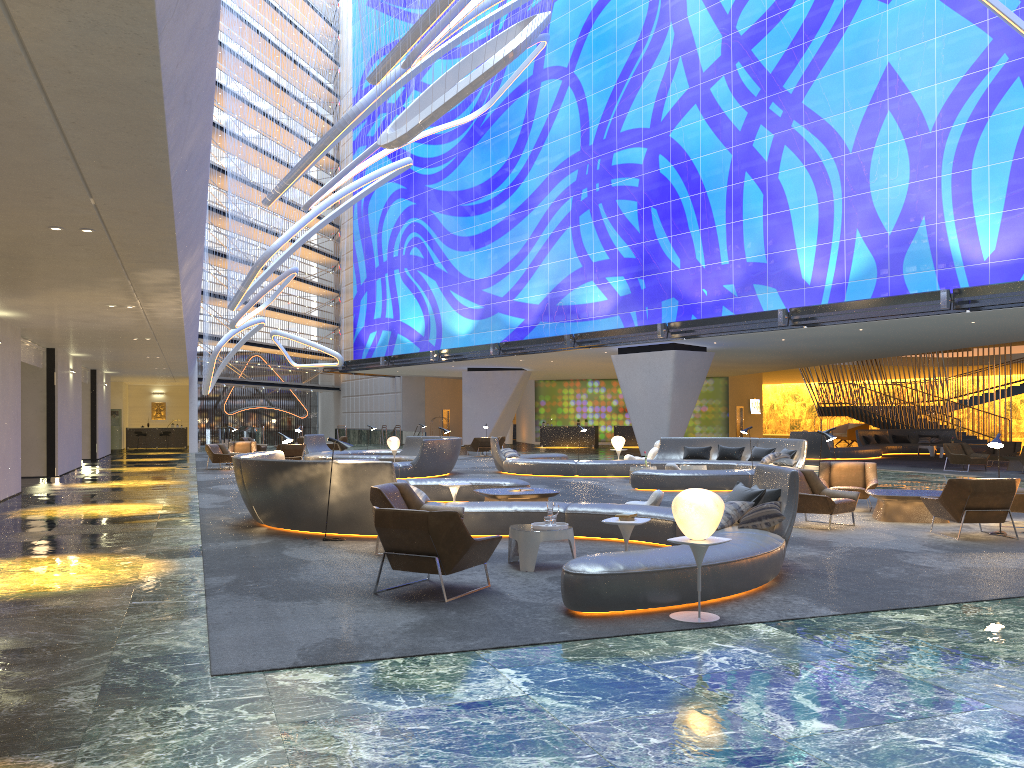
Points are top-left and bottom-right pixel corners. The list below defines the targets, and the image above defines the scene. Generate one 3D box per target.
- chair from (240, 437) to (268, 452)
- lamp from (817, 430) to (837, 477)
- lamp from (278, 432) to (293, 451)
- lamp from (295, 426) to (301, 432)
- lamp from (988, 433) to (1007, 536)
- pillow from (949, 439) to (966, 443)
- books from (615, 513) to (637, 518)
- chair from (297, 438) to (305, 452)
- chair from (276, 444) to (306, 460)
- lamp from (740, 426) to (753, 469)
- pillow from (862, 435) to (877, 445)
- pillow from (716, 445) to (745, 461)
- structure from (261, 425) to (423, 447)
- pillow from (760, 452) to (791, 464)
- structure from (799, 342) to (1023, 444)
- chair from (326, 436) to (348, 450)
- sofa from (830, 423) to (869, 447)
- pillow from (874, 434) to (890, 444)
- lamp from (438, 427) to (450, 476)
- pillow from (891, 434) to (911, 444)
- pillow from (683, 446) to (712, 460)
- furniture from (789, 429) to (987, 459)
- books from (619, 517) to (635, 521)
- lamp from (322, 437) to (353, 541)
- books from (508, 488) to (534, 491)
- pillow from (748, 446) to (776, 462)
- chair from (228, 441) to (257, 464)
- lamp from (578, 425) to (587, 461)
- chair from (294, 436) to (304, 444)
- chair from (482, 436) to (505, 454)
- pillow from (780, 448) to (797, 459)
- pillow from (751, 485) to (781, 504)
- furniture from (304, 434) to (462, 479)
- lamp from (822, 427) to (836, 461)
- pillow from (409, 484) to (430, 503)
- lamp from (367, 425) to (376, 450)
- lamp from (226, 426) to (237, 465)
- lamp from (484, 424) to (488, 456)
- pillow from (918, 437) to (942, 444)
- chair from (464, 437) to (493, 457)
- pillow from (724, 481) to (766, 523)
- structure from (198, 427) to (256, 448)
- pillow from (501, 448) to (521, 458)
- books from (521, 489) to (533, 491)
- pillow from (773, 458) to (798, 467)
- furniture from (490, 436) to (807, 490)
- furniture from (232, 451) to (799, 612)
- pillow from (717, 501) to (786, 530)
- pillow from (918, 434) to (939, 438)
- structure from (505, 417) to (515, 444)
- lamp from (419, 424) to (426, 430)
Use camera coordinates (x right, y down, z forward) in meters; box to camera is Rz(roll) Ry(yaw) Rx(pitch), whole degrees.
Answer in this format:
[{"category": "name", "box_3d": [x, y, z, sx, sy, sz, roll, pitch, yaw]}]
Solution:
[{"category": "chair", "box_3d": [-10.555, 2.565, 36.185, 0.938, 0.766, 0.930, 0, -1, 5]}, {"category": "lamp", "box_3d": [5.185, 1.414, 14.676, 0.384, 1.300, 0.202, 0, 0, 33]}, {"category": "lamp", "box_3d": [-3.814, 1.456, 14.788, 0.384, 1.300, 0.202, 0, 0, 30]}, {"category": "lamp", "box_3d": [-6.526, 1.938, 27.187, 0.202, 1.300, 0.384, 0, 0, -3]}, {"category": "lamp", "box_3d": [6.204, 1.283, 11.323, 0.202, 1.300, 0.384, 0, 0, 32]}, {"category": "pillow", "box_3d": [17.525, 2.285, 34.862, 0.444, 0.207, 0.443, 1, -2, -33]}, {"category": "books", "box_3d": [1.022, 1.173, 7.928, 0.133, 0.022, 0.189, -2, -2, 31]}, {"category": "chair", "box_3d": [-8.090, 2.532, 35.588, 0.929, 0.766, 0.939, -1, -2, 32]}, {"category": "chair", "box_3d": [-6.771, 2.195, 26.856, 0.929, 0.766, 0.939, 1, -2, -36]}, {"category": "lamp", "box_3d": [5.632, 1.659, 21.168, 0.384, 1.300, 0.202, 0, 0, -27]}, {"category": "pillow", "box_3d": [14.131, 2.212, 34.977, 0.769, 0.369, 0.295, 1, -2, -41]}, {"category": "pillow", "box_3d": [5.528, 1.751, 22.491, 0.759, 0.417, 0.281, -2, -1, 38]}, {"category": "structure", "box_3d": [-12.744, 6.906, 59.471, 9.304, 8.397, 19.744, 0, -2, -20]}, {"category": "pillow", "box_3d": [6.217, 1.737, 20.833, 0.877, 0.262, 0.692, -2, -2, 36]}, {"category": "structure", "box_3d": [22.369, 0.134, 39.900, 11.982, 6.245, 16.498, 0, -2, -20]}, {"category": "chair", "box_3d": [-7.449, 2.600, 37.445, 0.938, 0.766, 0.930, 0, -1, -18]}, {"category": "sofa", "box_3d": [17.145, 2.585, 45.080, 1.062, 1.179, 3.418, 0, -2, 6]}, {"category": "pillow", "box_3d": [14.811, 2.205, 35.496, 0.759, 0.417, 0.281, 1, -1, -27]}, {"category": "lamp", "box_3d": [-1.797, 1.767, 23.195, 0.384, 1.300, 0.202, 0, 0, -3]}, {"category": "pillow", "box_3d": [15.699, 2.216, 35.757, 0.784, 0.386, 0.315, 0, -1, -3]}, {"category": "pillow", "box_3d": [4.771, 1.792, 22.887, 0.769, 0.369, 0.295, -1, -1, 24]}, {"category": "furniture", "box_3d": [13.530, 2.228, 33.471, 9.926, 0.969, 5.189, 0, -2, -3]}, {"category": "books", "box_3d": [1.026, 1.200, 7.930, 0.128, 0.030, 0.182, 0, -2, 2]}, {"category": "lamp", "box_3d": [-2.175, 1.309, 11.075, 0.384, 1.300, 0.202, 0, 0, -20]}, {"category": "books", "box_3d": [0.137, 1.636, 13.759, 0.395, 0.039, 0.301, 0, -2, -6]}, {"category": "pillow", "box_3d": [6.140, 1.727, 21.796, 0.315, 0.386, 0.785, 0, -2, -28]}, {"category": "chair", "box_3d": [-8.950, 2.301, 29.402, 0.929, 0.766, 0.939, 0, -1, -14]}, {"category": "lamp", "box_3d": [1.974, 1.828, 25.218, 0.202, 1.300, 0.384, 0, 0, -44]}, {"category": "chair", "box_3d": [-8.852, 2.643, 38.438, 0.929, 0.766, 0.939, 0, -1, 7]}, {"category": "chair", "box_3d": [-0.775, 2.534, 36.454, 0.938, 0.766, 0.930, 0, -1, -11]}, {"category": "pillow", "box_3d": [6.410, 1.691, 20.797, 0.317, 0.366, 0.775, 0, -2, -3]}, {"category": "pillow", "box_3d": [2.607, 1.276, 9.446, 0.295, 0.368, 0.769, 0, -2, -7]}, {"category": "furniture", "box_3d": [-4.057, 2.028, 26.239, 5.185, 0.969, 9.933, 0, -2, -3]}, {"category": "lamp", "box_3d": [6.850, 1.575, 19.085, 0.384, 1.300, 0.202, 0, 0, 24]}, {"category": "pillow", "box_3d": [-1.398, 1.413, 11.463, 0.877, 0.262, 0.693, -2, -2, 32]}, {"category": "lamp", "box_3d": [-4.907, 2.069, 30.837, 0.384, 1.300, 0.202, 0, 0, -3]}, {"category": "lamp", "box_3d": [-9.290, 2.031, 29.341, 0.384, 1.300, 0.202, 0, 0, -3]}, {"category": "lamp", "box_3d": [-1.028, 2.216, 35.140, 0.202, 1.300, 0.384, 0, 0, -3]}, {"category": "pillow", "box_3d": [16.605, 2.247, 35.419, 0.877, 0.262, 0.693, 1, -2, -29]}, {"category": "chair", "box_3d": [-1.273, 2.474, 34.809, 0.929, 0.766, 0.939, 1, -2, -36]}, {"category": "pillow", "box_3d": [2.422, 1.248, 9.343, 0.315, 0.386, 0.785, 0, -2, -4]}, {"category": "structure", "box_3d": [-18.647, 6.799, 56.876, 3.016, 8.237, 19.840, 0, -2, -20]}, {"category": "pillow", "box_3d": [-0.099, 1.899, 24.415, 0.692, 0.262, 0.878, 0, -2, -11]}, {"category": "books", "box_3d": [0.238, 1.642, 13.753, 0.133, 0.012, 0.189, 1, -2, -30]}, {"category": "pillow", "box_3d": [6.101, 1.760, 19.763, 0.445, 0.207, 0.443, -1, -2, 32]}, {"category": "furniture", "box_3d": [3.132, 1.866, 22.790, 5.186, 0.969, 9.932, 1, -2, -28]}, {"category": "furniture", "box_3d": [-0.665, 1.453, 11.481, 5.185, 0.969, 9.932, 1, -2, -23]}, {"category": "pillow", "box_3d": [2.327, 1.327, 8.998, 0.874, 0.280, 0.685, -1, -2, 17]}, {"category": "pillow", "box_3d": [16.719, 2.209, 35.579, 0.775, 0.366, 0.317, -1, -1, 22]}, {"category": "structure", "box_3d": [-0.171, 2.476, 51.757, 1.022, 2.051, 0.773, 0, -1, -41]}, {"category": "lamp", "box_3d": [-3.792, 2.309, 37.294, 0.384, 1.300, 0.202, 0, 0, -3]}]
